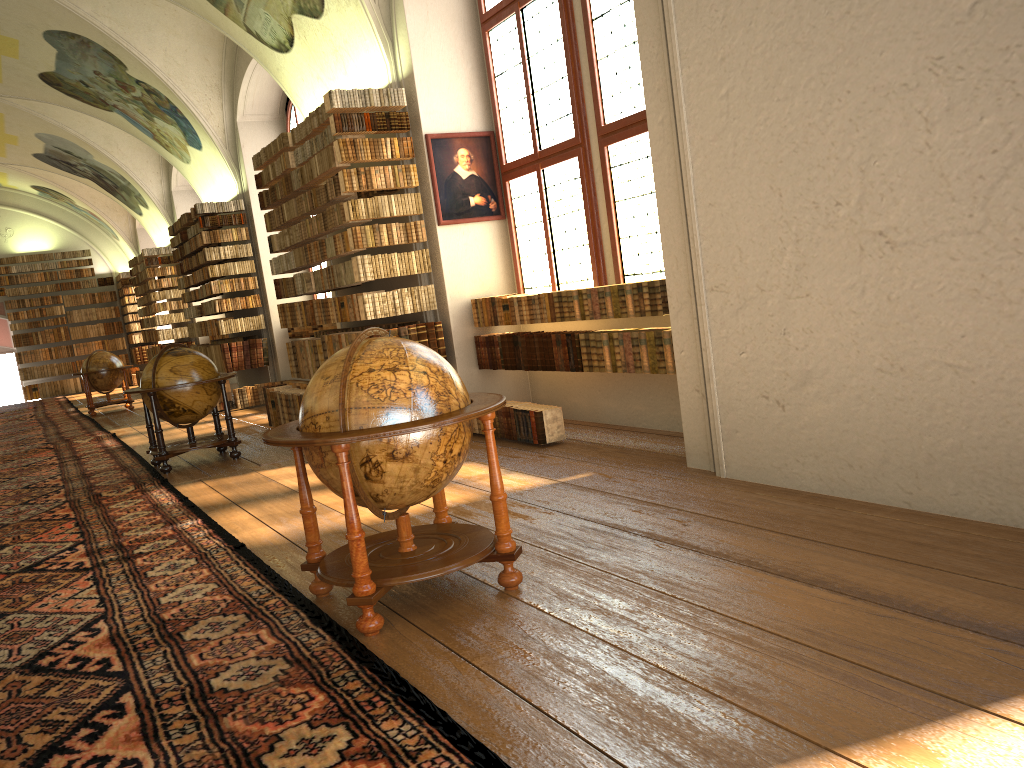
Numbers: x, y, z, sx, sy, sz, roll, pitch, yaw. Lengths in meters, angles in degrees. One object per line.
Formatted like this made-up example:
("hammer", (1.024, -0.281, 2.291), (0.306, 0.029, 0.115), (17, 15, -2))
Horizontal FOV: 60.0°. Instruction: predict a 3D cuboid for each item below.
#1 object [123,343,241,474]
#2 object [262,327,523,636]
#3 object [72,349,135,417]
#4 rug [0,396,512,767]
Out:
("object", (-3.895, 0.233, 10.562), (1.279, 1.452, 1.275), (-5, 7, 24))
("object", (-0.630, 0.418, 4.715), (1.279, 1.452, 1.275), (-7, 7, 9))
("object", (-9.221, -0.068, 20.097), (1.279, 1.452, 1.275), (-6, 7, 14))
("rug", (-7.893, 1.290, 12.331), (4.696, 0.064, 36.880), (-11, 7, -29))
